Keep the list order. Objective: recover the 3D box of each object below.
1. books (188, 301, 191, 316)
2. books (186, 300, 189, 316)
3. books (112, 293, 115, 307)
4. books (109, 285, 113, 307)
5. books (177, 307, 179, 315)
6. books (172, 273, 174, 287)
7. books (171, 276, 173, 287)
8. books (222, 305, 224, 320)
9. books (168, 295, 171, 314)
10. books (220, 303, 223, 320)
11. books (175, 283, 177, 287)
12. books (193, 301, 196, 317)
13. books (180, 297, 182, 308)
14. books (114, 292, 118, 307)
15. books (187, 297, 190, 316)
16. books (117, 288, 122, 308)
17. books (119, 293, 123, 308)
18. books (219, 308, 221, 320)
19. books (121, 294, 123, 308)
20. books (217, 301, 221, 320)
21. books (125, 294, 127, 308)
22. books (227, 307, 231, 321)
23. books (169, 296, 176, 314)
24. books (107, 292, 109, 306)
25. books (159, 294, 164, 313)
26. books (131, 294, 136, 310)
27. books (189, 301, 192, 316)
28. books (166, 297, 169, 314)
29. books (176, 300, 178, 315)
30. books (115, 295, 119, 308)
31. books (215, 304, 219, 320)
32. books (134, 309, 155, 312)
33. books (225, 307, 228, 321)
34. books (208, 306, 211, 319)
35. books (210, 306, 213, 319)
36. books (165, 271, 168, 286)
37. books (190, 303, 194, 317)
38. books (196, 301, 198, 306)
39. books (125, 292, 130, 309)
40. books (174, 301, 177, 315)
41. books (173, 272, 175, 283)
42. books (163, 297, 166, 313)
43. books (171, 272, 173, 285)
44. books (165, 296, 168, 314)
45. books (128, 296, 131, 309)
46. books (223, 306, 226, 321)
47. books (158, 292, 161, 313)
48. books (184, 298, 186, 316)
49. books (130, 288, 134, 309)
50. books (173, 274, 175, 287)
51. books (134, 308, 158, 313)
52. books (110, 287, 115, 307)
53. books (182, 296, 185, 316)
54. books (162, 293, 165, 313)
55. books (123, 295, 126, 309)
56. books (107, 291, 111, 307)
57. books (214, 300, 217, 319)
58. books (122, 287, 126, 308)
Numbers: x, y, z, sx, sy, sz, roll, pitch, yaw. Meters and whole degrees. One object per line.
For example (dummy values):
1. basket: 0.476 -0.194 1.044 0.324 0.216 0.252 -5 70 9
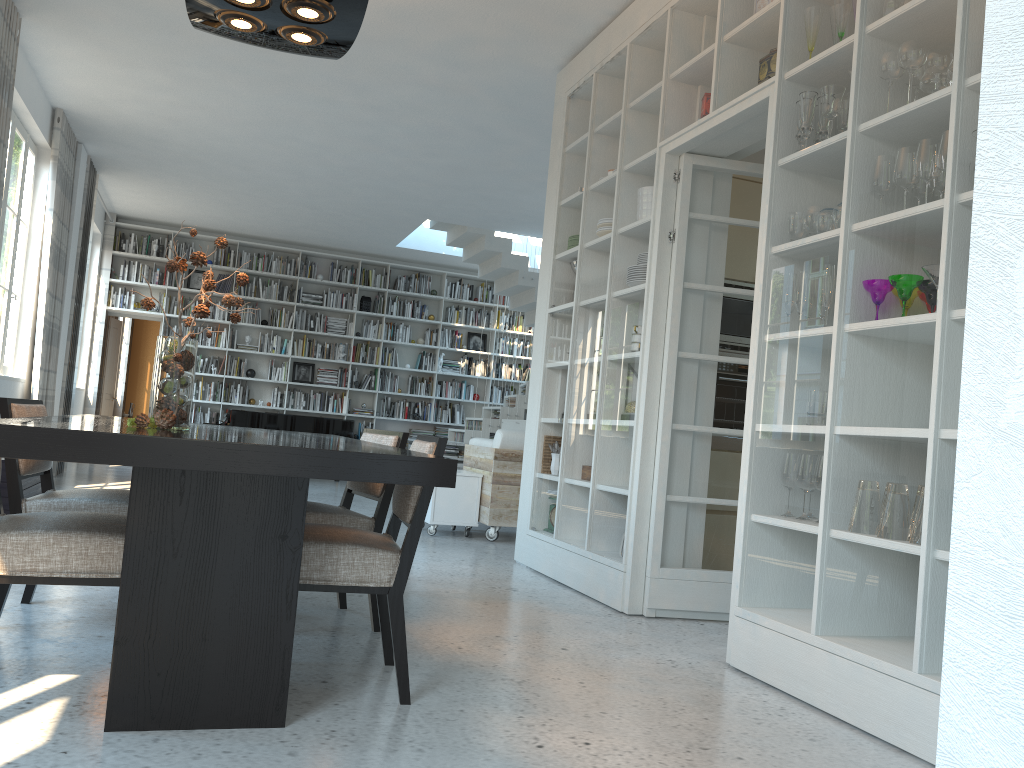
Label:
1. books: -4.380 -1.007 12.045 0.014 0.218 0.164 6 -3 -19
2. books: -4.409 -1.016 12.053 0.012 0.230 0.149 6 -3 -19
3. books: -5.271 -1.094 11.746 0.029 0.197 0.160 6 -3 -19
4. books: -5.312 -1.151 11.748 0.013 0.302 0.135 6 -3 -19
5. books: -4.510 -1.028 12.003 0.030 0.230 0.172 6 -3 -19
6. books: -4.573 -1.403 11.979 0.009 0.228 0.184 6 -3 -19
7. books: -4.587 -1.428 11.988 0.005 0.277 0.146 6 -3 -19
8. books: -3.968 -1.000 12.176 0.012 0.291 0.182 6 -3 -19
9. books: -4.620 -1.057 11.961 0.012 0.263 0.180 6 -3 -19
10. books: -3.996 -0.988 12.197 0.024 0.266 0.155 6 -3 -19
11. books: -4.549 -1.391 12.021 0.012 0.214 0.132 6 -3 -19
12. books: -4.326 -1.029 12.070 0.014 0.272 0.180 6 -3 -19
13. books: -4.488 -1.037 12.009 0.014 0.252 0.187 6 -3 -19
14. books: -5.249 -1.104 11.745 0.010 0.220 0.181 6 -3 -19
15. books: -4.394 -1.038 12.054 0.012 0.277 0.150 6 -3 -19
16. books: -5.207 -1.129 11.769 0.022 0.281 0.156 6 -3 -19
17. books: -5.193 -1.093 11.791 0.023 0.214 0.140 6 -3 -19
18. books: -4.013 -0.961 12.181 0.013 0.206 0.172 6 -3 -19
19. books: -5.171 -1.088 11.777 0.011 0.206 0.163 6 -3 -19
20. books: -4.023 -0.991 12.164 0.022 0.263 0.174 6 -3 -19
21. books: -5.126 -1.097 11.796 0.010 0.234 0.165 6 -3 -19
22. books: -3.889 -0.948 12.186 0.039 0.202 0.236 6 -3 -19
23. books: -4.591 -1.050 11.988 0.062 0.258 0.153 6 -3 -19
24. books: -5.333 -1.117 11.716 0.013 0.228 0.179 6 -3 -19
25. books: -4.723 -1.069 11.953 0.044 0.269 0.134 6 -3 -19
26. books: -5.043 -1.077 11.806 0.029 0.211 0.187 6 -3 -19
27. books: -4.370 -1.011 12.056 0.011 0.229 0.170 6 -3 -19
28. books: -4.640 -1.043 11.963 0.022 0.232 0.151 6 -3 -19
29. books: -4.529 -1.046 12.002 0.010 0.262 0.151 6 -3 -19
30. books: -5.240 -1.083 11.774 0.029 0.185 0.134 6 -3 -19
31. books: -4.050 -0.978 12.155 0.030 0.230 0.172 6 -3 -19
32. books: -4.902 -0.973 11.873 0.285 0.012 0.159 6 -4 -22
33. books: -3.930 -0.981 12.199 0.035 0.263 0.177 6 -3 -19
34. books: -4.140 -1.002 12.145 0.029 0.260 0.157 6 -3 -19
35. books: -4.119 -0.962 12.150 0.022 0.186 0.136 6 -3 -19
36. books: -4.658 -1.430 11.980 0.037 0.268 0.113 6 -3 -19
37. books: -4.348 -1.004 12.056 0.031 0.217 0.173 6 -3 -19
38. books: -4.301 -1.008 12.083 0.047 0.238 0.162 6 -3 -19
39. books: -5.102 -1.097 11.777 0.021 0.236 0.188 6 -3 -19
40. books: -4.544 -1.015 11.979 0.026 0.195 0.175 6 -3 -19
41. books: -4.564 -1.395 11.971 0.004 0.214 0.186 6 -3 -19
42. books: -4.669 -1.044 11.917 0.021 0.224 0.231 6 -3 -19
43. books: -4.594 -1.409 11.986 0.005 0.238 0.154 6 -3 -19
44. books: -4.658 -1.055 11.966 0.012 0.254 0.161 6 -3 -19
45. books: -5.094 -1.071 11.823 0.029 0.191 0.134 6 -3 -19
46. books: -3.956 -0.997 12.193 0.022 0.289 0.169 6 -3 -19
47. books: -4.742 -1.081 11.924 0.012 0.285 0.159 6 -3 -19
48. books: -4.434 -1.029 12.039 0.047 0.249 0.134 6 -3 -19
49. books: -5.063 -1.123 11.813 0.013 0.298 0.179 6 -3 -19
50. books: -4.561 -1.417 11.987 0.009 0.260 0.184 6 -3 -19
51. books: -4.902 -0.985 11.876 0.285 0.012 0.159 6 -3 -17
52. books: -5.289 -1.139 11.732 0.023 0.281 0.170 6 -3 -19
53. books: -4.454 -1.046 12.014 0.011 0.277 0.164 6 -3 -19
54. books: -4.692 -1.075 11.948 0.010 0.286 0.137 6 -3 -19
55. books: -5.141 -1.078 11.783 0.024 0.193 0.181 6 -3 -19
56. books: -5.321 -1.112 11.721 0.013 0.222 0.162 6 -3 -19
57. books: -4.069 -1.005 12.154 0.012 0.280 0.188 6 -3 -19
58. books: -5.150 -1.132 11.766 0.013 0.297 0.187 6 -3 -19
